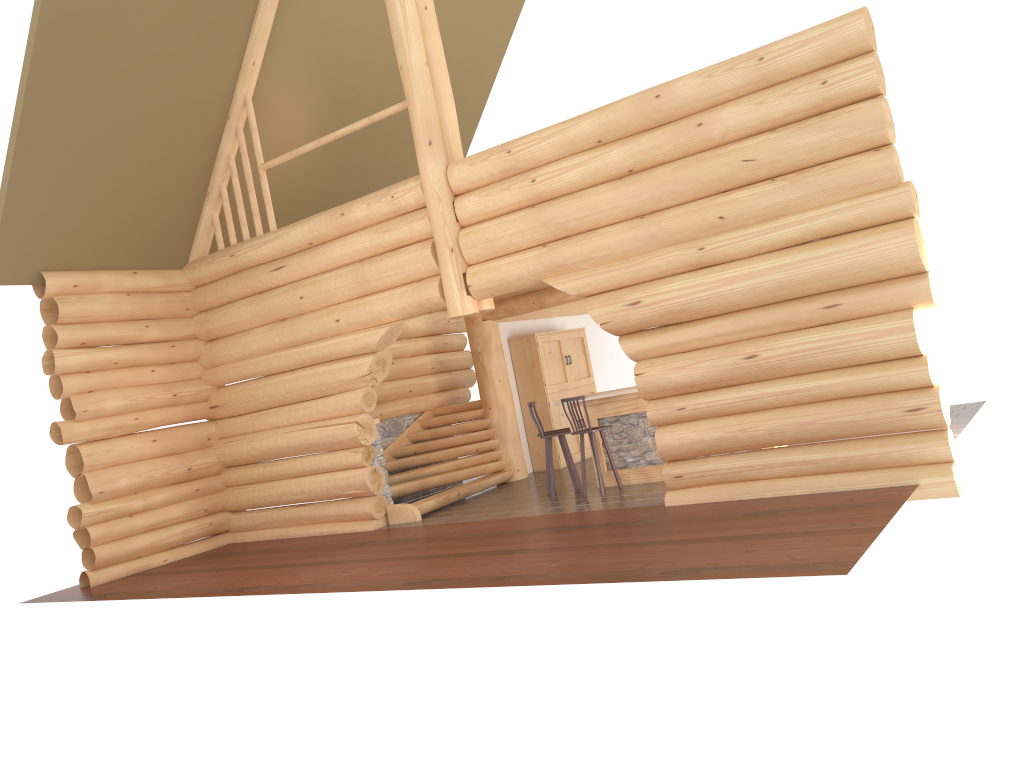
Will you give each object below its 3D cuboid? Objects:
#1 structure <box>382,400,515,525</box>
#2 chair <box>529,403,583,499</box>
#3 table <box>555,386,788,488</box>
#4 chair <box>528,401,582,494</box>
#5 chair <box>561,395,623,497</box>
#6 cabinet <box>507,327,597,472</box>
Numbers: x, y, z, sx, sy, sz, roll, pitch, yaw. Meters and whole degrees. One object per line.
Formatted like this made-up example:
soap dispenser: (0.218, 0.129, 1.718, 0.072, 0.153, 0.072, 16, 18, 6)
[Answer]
structure: (-1.480, 1.107, 14.350, 1.951, 1.643, 3.604, -11, 0, 28)
chair: (0.610, 0.872, 12.157, 0.504, 1.319, 0.406, -11, 0, 2)
table: (2.347, 0.568, 11.902, 3.220, 1.257, 1.196, -11, 0, 34)
chair: (0.604, 0.870, 12.679, 0.504, 1.319, 0.406, -11, 0, 14)
chair: (1.055, 0.788, 11.643, 0.406, 1.319, 0.504, -11, 0, 44)
cabinet: (0.901, 0.241, 16.354, 0.670, 2.403, 1.847, -11, 0, 34)
